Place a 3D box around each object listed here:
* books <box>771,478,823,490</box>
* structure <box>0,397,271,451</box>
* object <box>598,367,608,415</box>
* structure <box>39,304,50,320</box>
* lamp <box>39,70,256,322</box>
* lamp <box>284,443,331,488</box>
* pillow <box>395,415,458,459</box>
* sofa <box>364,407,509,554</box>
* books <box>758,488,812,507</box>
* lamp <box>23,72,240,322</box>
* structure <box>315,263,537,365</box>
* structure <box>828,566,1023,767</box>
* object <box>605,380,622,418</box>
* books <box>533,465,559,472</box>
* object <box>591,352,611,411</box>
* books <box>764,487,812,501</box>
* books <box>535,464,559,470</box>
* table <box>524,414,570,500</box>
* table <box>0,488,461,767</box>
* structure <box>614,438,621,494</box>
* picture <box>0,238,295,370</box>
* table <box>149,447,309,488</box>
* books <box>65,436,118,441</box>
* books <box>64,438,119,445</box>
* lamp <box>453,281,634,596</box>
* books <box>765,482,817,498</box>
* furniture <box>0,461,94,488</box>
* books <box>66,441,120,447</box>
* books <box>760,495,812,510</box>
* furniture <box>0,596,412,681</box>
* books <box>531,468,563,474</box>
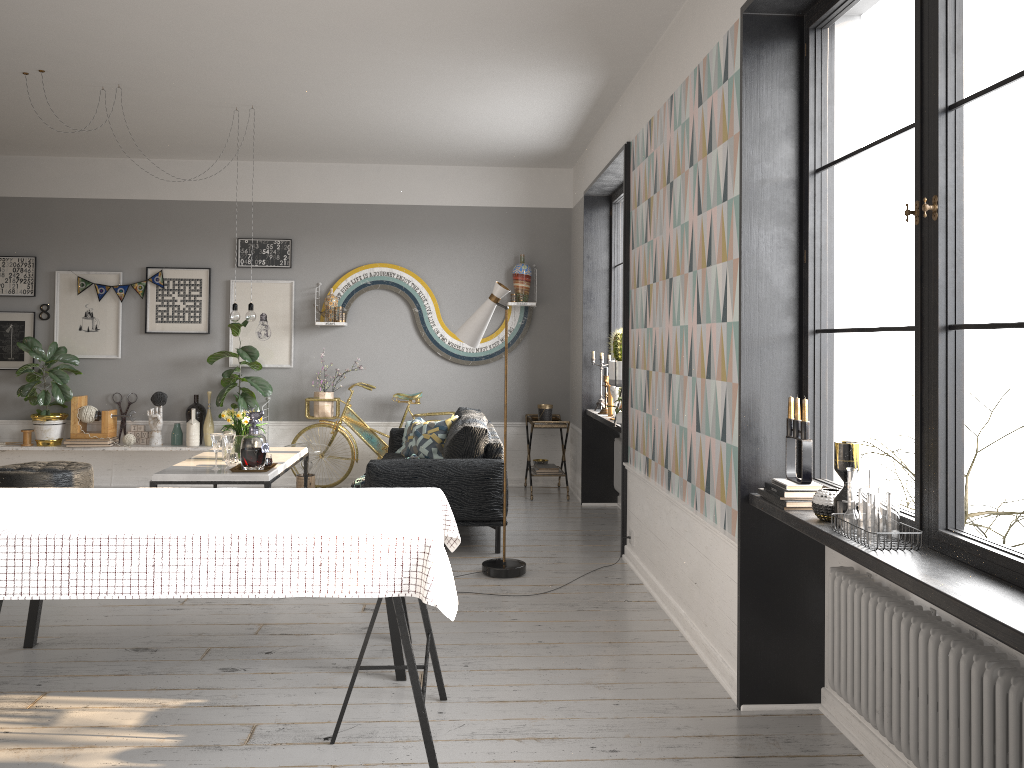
[{"bbox_3d":[0.978,0.345,3.042,0.123,0.017,0.154,1,3,-2],"label":"books"},{"bbox_3d":[-3.606,0.357,7.925,2.775,0.487,0.308,0,0,-4],"label":"structure"},{"bbox_3d":[0.733,0.047,6.900,0.123,0.376,0.123,1,-1,1],"label":"object"},{"bbox_3d":[-4.574,-0.600,8.031,0.739,0.263,0.024,0,-1,-4],"label":"structure"},{"bbox_3d":[-2.377,-1.193,5.875,1.395,1.538,0.074,0,-1,-34],"label":"lamp"},{"bbox_3d":[-1.811,0.741,7.772,0.432,0.438,0.432,1,1,27],"label":"lamp"},{"bbox_3d":[-0.673,0.427,7.303,0.443,0.362,0.799,0,2,-22],"label":"pillow"},{"bbox_3d":[-0.582,0.636,6.683,0.970,0.798,2.342,1,2,-4],"label":"sofa"},{"bbox_3d":[0.991,0.394,3.078,0.183,0.019,0.271,0,3,-4],"label":"books"},{"bbox_3d":[-2.505,-1.197,5.928,1.395,1.538,0.074,0,-1,-34],"label":"lamp"},{"bbox_3d":[-0.782,-0.650,8.139,2.021,0.957,0.266,0,-1,-4],"label":"structure"},{"bbox_3d":[1.159,0.858,2.419,0.149,0.428,1.224,1,2,-6],"label":"structure"},{"bbox_3d":[0.773,0.059,6.389,0.134,0.410,0.662,1,2,-3],"label":"object"},{"bbox_3d":[0.300,0.749,7.819,0.201,0.022,0.298,0,3,-3],"label":"books"},{"bbox_3d":[0.712,-0.025,7.226,0.145,0.491,0.162,0,-1,32],"label":"object"},{"bbox_3d":[0.987,0.380,3.069,0.174,0.011,0.216,1,3,2],"label":"books"},{"bbox_3d":[0.308,0.731,7.823,0.177,0.013,0.294,0,3,-6],"label":"books"},{"bbox_3d":[0.307,0.638,7.902,0.339,0.680,0.742,1,1,-4],"label":"table"},{"bbox_3d":[-1.180,0.799,2.898,2.025,0.785,0.932,0,1,-4],"label":"table"},{"bbox_3d":[0.902,0.667,6.459,0.149,0.428,1.224,1,2,-6],"label":"structure"},{"bbox_3d":[-5.527,-0.619,5.948,7.291,1.796,4.041,0,2,-4],"label":"picture"},{"bbox_3d":[-1.912,0.780,6.183,0.732,0.511,1.457,1,2,-4],"label":"table"},{"bbox_3d":[-3.745,0.487,7.889,0.379,0.017,0.229,0,3,-6],"label":"books"},{"bbox_3d":[-3.742,0.510,7.878,0.384,0.029,0.260,0,3,-3],"label":"books"},{"bbox_3d":[0.170,0.255,5.047,1.246,1.704,0.679,1,-1,-5],"label":"lamp"},{"bbox_3d":[0.982,0.365,3.046,0.162,0.022,0.198,0,3,-3],"label":"books"},{"bbox_3d":[-3.659,0.804,6.883,0.735,0.357,0.736,0,2,-17],"label":"furniture"},{"bbox_3d":[-3.730,0.534,7.884,0.368,0.021,0.296,0,3,-9],"label":"books"},{"bbox_3d":[0.983,0.409,3.079,0.162,0.011,0.268,1,3,-1],"label":"books"},{"bbox_3d":[-1.262,0.927,3.679,1.669,0.456,0.465,0,1,-4],"label":"furniture"},{"bbox_3d":[0.304,0.768,7.810,0.230,0.016,0.285,0,3,-9],"label":"books"}]
